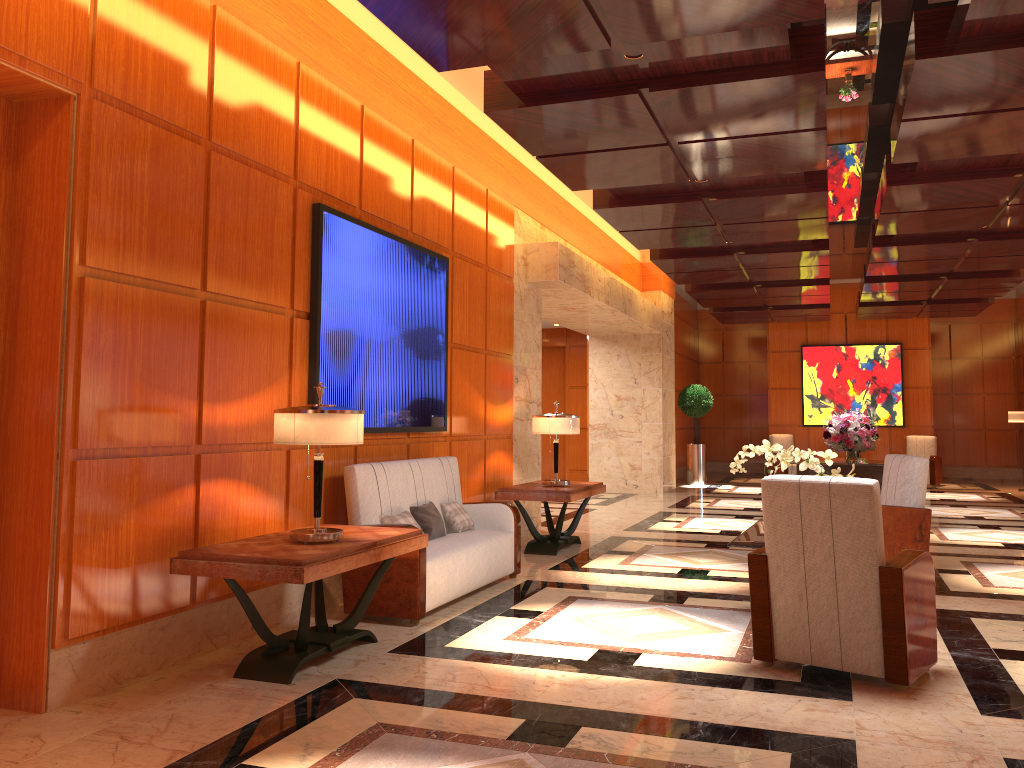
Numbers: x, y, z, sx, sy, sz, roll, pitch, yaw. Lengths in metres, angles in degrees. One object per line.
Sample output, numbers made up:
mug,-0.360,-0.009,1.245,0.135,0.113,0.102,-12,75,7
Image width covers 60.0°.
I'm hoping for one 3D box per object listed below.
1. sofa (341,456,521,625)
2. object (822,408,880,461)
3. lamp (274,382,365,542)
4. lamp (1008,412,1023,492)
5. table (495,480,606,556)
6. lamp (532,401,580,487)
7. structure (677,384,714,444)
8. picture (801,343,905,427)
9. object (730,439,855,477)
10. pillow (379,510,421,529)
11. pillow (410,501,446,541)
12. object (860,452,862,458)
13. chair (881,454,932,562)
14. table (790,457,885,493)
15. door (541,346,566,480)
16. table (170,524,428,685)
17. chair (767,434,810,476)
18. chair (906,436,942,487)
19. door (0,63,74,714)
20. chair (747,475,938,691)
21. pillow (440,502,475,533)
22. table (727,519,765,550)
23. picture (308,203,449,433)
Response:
sofa,-0.516,1.003,6.200,0.612,0.935,1.794,-1,-3,20
object,4.255,0.631,11.135,0.650,0.660,0.678,0,-4,11
lamp,-0.988,0.388,4.533,0.458,0.796,0.457,2,-4,-18
lamp,9.201,1.102,15.858,0.526,1.666,0.359,0,-5,10
table,0.398,1.278,8.520,0.725,0.608,1.267,-1,-3,20
lamp,0.421,0.565,8.427,0.458,0.812,0.457,-2,-5,29
structure,3.593,0.841,17.338,0.721,1.718,0.719,0,-4,-2
picture,7.123,0.030,18.582,1.996,1.742,0.056,-1,-5,20
object,1.830,0.674,5.812,0.788,0.619,0.416,0,-4,-3
pillow,-0.709,0.956,5.791,0.195,0.227,0.343,-1,-3,25
pillow,-0.588,0.965,6.208,0.160,0.253,0.357,-1,-3,16
object,6.244,1.086,16.003,0.350,0.598,0.326,-3,-5,40
chair,2.921,1.047,7.097,0.628,0.964,0.736,0,-4,-1
table,4.256,1.335,11.096,1.600,0.747,1.596,-1,-3,20
door,0.509,0.604,17.576,1.285,2.705,0.339,-1,-5,20
table,-1.034,1.107,4.561,0.725,0.608,1.267,-1,-3,20
chair,5.720,1.525,18.281,0.737,0.964,0.627,2,-4,-21
chair,8.011,1.504,17.460,0.737,0.964,0.627,-3,-5,39
door,-2.356,0.014,3.129,0.340,2.659,1.534,-1,-4,20
chair,1.628,0.928,4.402,0.737,0.964,0.627,-3,-5,39
pillow,-0.403,0.997,6.615,0.202,0.230,0.273,-1,-4,22
table,1.921,1.235,5.859,0.722,0.497,1.556,-1,-3,23
picture,-0.898,-0.374,6.462,0.056,1.456,1.992,-1,-4,20
